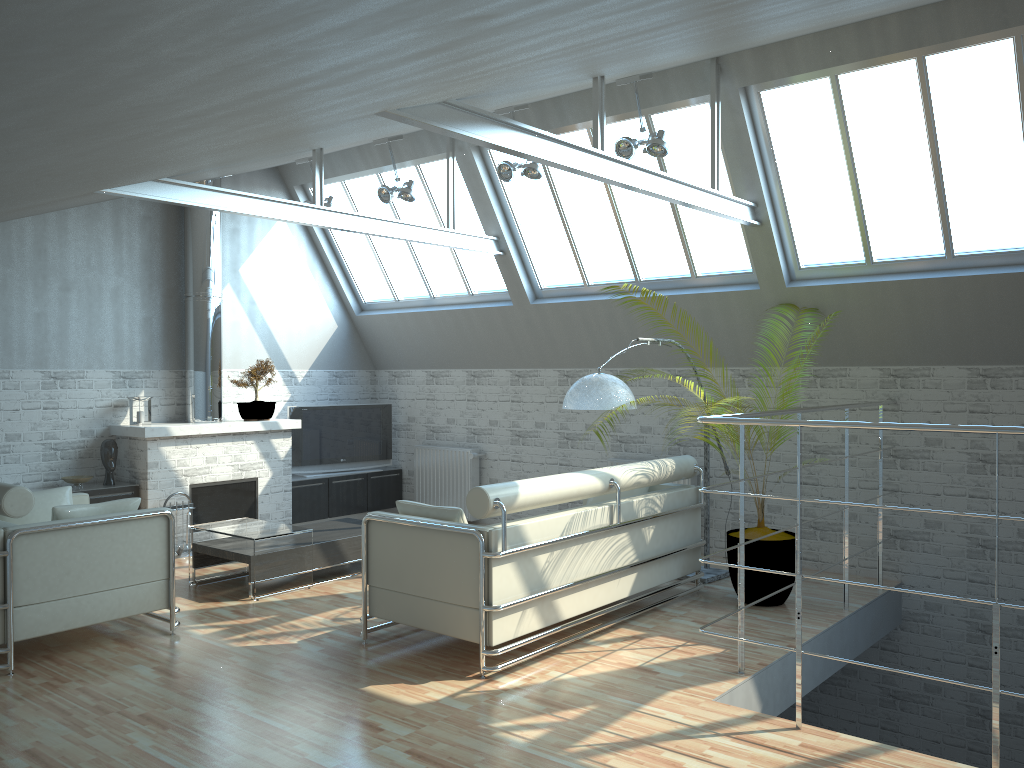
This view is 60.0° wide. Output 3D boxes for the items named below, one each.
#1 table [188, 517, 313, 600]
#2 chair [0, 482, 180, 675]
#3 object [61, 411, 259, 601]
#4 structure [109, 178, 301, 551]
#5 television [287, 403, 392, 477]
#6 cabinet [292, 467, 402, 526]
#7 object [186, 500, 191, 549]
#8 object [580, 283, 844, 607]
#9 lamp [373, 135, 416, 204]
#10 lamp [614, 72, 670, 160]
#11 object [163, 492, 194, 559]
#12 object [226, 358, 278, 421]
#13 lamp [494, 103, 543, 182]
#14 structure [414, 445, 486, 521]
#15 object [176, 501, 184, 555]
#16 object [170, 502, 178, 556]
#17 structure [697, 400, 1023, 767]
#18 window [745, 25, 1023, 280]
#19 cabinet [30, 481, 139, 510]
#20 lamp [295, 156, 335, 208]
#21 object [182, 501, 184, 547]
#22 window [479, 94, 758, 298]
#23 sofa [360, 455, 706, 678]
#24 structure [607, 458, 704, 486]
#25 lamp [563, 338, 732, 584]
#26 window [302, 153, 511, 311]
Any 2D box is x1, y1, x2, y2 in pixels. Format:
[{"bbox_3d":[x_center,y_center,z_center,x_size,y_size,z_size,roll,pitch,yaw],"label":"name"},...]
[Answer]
[{"bbox_3d":[-3.966,2.602,13.425,1.726,0.867,1.015,0,1,39],"label":"table"},{"bbox_3d":[-5.731,2.091,10.961,2.507,2.001,2.201,0,1,39],"label":"chair"},{"bbox_3d":[-5.380,1.773,14.167,4.859,2.558,1.528,0,1,38],"label":"object"},{"bbox_3d":[-5.794,-0.566,16.967,1.309,7.180,3.302,0,1,39],"label":"structure"},{"bbox_3d":[-3.802,1.210,19.564,2.577,1.514,0.592,-1,1,-41],"label":"television"},{"bbox_3d":[-3.905,2.477,19.550,0.908,1.016,3.234,0,1,39],"label":"cabinet"},{"bbox_3d":[-5.734,2.495,15.738,0.155,0.873,0.026,0,1,41],"label":"object"},{"bbox_3d":[2.695,0.857,12.450,3.777,4.386,5.015,0,1,14],"label":"object"},{"bbox_3d":[-2.127,-3.827,15.758,0.808,1.172,0.619,0,1,43],"label":"lamp"},{"bbox_3d":[1.781,-3.800,12.552,0.808,1.172,0.619,0,1,43],"label":"lamp"},{"bbox_3d":[-5.901,2.472,15.668,0.412,1.124,0.584,0,1,39],"label":"object"},{"bbox_3d":[-5.132,0.093,17.522,0.572,1.265,1.115,0,1,43],"label":"object"},{"bbox_3d":[0.058,-3.812,13.966,0.808,1.172,0.618,0,1,43],"label":"lamp"},{"bbox_3d":[-1.379,2.137,19.329,1.892,1.524,0.508,0,1,39],"label":"structure"},{"bbox_3d":[-5.824,2.527,15.540,0.145,0.932,0.065,0,1,21],"label":"object"},{"bbox_3d":[-5.912,2.520,15.427,0.146,0.916,0.131,0,1,40],"label":"object"},{"bbox_3d":[5.872,1.686,9.442,5.366,2.781,6.483,0,1,39],"label":"structure"},{"bbox_3d":[5.706,-3.007,11.913,4.651,2.787,1.897,0,1,39],"label":"window"},{"bbox_3d":[-8.348,2.427,14.115,0.914,1.270,4.572,0,1,39],"label":"cabinet"},{"bbox_3d":[-3.836,-3.839,17.160,0.808,1.172,0.619,0,1,43],"label":"lamp"},{"bbox_3d":[-5.806,2.487,15.650,0.025,0.855,0.025,-1,1,-28],"label":"object"},{"bbox_3d":[1.779,-3.034,15.135,4.651,2.787,1.897,0,1,39],"label":"window"},{"bbox_3d":[0.504,2.065,11.786,2.199,1.999,4.866,0,1,39],"label":"sofa"},{"bbox_3d":[2.592,2.164,16.071,1.892,1.524,0.508,0,1,39],"label":"structure"},{"bbox_3d":[2.491,1.176,13.464,4.621,3.709,1.015,-1,1,-45],"label":"lamp"},{"bbox_3d":[-2.148,-3.061,18.357,4.651,2.787,1.897,0,1,39],"label":"window"}]
